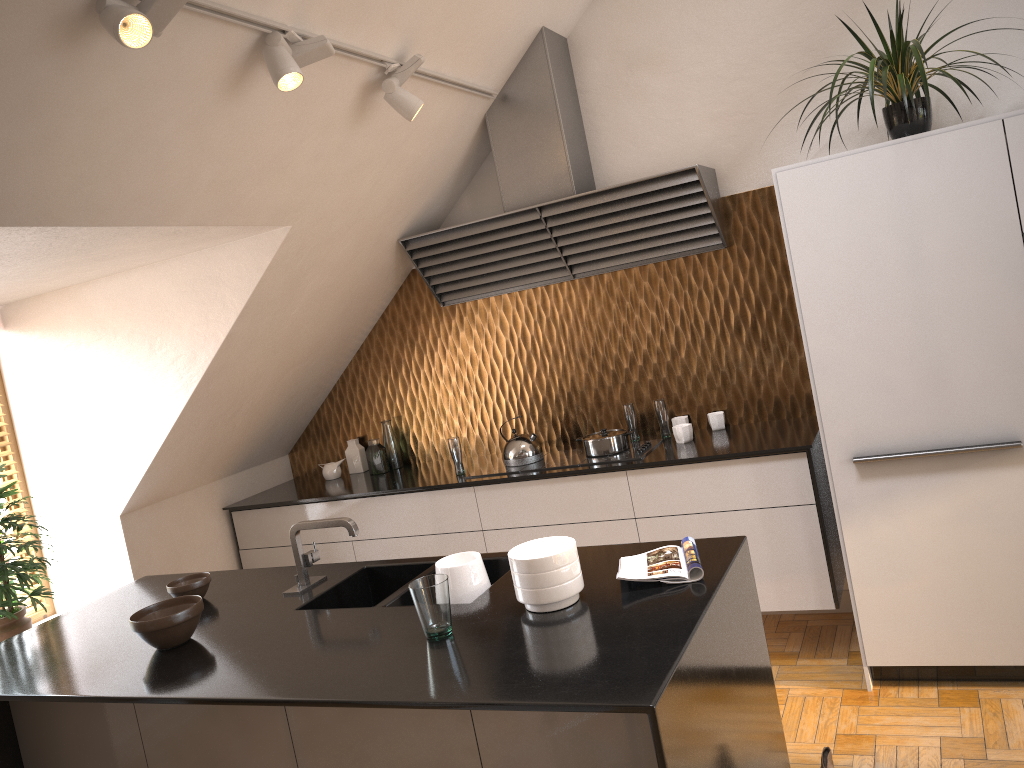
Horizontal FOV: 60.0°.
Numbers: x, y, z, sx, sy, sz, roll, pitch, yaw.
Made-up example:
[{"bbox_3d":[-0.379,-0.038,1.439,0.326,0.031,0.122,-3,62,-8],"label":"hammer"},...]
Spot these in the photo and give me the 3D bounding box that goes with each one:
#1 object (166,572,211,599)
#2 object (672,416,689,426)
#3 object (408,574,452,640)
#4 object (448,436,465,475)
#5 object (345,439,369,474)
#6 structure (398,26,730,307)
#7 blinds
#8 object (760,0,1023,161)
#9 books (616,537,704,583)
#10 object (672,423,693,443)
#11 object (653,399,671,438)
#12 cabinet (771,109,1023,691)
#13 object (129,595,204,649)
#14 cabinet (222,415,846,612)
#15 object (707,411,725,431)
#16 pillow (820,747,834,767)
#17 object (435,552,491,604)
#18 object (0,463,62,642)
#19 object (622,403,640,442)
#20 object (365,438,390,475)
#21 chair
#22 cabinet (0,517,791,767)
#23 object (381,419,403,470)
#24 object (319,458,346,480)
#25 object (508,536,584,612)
[{"bbox_3d":[-1.107,0.711,3.053,0.146,0.075,0.146,-12,5,-5],"label":"object"},{"bbox_3d":[0.818,0.201,4.282,0.078,0.077,0.077,-10,4,13],"label":"object"},{"bbox_3d":[-0.198,0.567,2.243,0.103,0.140,0.104,-10,4,16],"label":"object"},{"bbox_3d":[-0.272,0.356,4.378,0.062,0.183,0.062,-11,3,16],"label":"object"},{"bbox_3d":[-0.899,0.415,5.095,0.099,0.190,0.068,-10,3,26],"label":"object"},{"bbox_3d":[0.153,-1.078,4.292,1.534,1.173,0.422,-9,3,25],"label":"structure"},{"bbox_3d":[-2.737,0.494,3.796,0.069,1.481,1.438,-10,4,26],"label":"blinds"},{"bbox_3d":[1.427,-1.192,3.358,1.015,0.583,0.927,-7,6,43],"label":"object"},{"bbox_3d":[0.397,0.484,2.407,0.222,0.044,0.283,-11,5,8],"label":"books"},{"bbox_3d":[0.785,0.227,4.057,0.077,0.077,0.078,-8,5,43],"label":"object"},{"bbox_3d":[0.725,0.166,4.260,0.062,0.183,0.062,-10,3,22],"label":"object"},{"bbox_3d":[2.301,-0.030,3.155,2.244,1.998,0.829,-9,4,25],"label":"cabinet"},{"bbox_3d":[-1.011,0.713,2.618,0.206,0.106,0.206,-12,5,-5],"label":"object"},{"bbox_3d":[-0.024,0.624,4.435,3.082,0.914,0.627,-9,4,25],"label":"cabinet"},{"bbox_3d":[0.973,0.177,4.202,0.078,0.077,0.077,-11,4,-2],"label":"object"},{"bbox_3d":[0.806,1.198,2.176,0.426,0.389,0.319,-14,5,-36],"label":"pillow"},{"bbox_3d":[-0.139,0.637,2.654,0.190,0.232,0.190,-12,4,-12],"label":"object"},{"bbox_3d":[-2.276,0.722,3.839,0.553,0.974,0.520,-10,3,21],"label":"object"},{"bbox_3d":[0.584,0.189,4.325,0.062,0.183,0.062,-11,3,16],"label":"object"},{"bbox_3d":[-0.752,0.401,4.913,0.099,0.190,0.068,-10,3,26],"label":"object"},{"bbox_3d":[1.173,-0.048,1.765,4.007,2.680,3.508,-9,5,26],"label":"chair"},{"bbox_3d":[-0.544,1.030,2.640,2.430,1.133,1.005,-9,4,25],"label":"cabinet"},{"bbox_3d":[-0.680,0.339,4.973,0.089,0.273,0.089,-11,3,3],"label":"object"},{"bbox_3d":[-1.023,0.487,5.048,0.107,0.106,0.178,-14,5,-38],"label":"object"},{"bbox_3d":[0.091,0.498,2.317,0.181,0.146,0.182,-10,4,23],"label":"object"}]
